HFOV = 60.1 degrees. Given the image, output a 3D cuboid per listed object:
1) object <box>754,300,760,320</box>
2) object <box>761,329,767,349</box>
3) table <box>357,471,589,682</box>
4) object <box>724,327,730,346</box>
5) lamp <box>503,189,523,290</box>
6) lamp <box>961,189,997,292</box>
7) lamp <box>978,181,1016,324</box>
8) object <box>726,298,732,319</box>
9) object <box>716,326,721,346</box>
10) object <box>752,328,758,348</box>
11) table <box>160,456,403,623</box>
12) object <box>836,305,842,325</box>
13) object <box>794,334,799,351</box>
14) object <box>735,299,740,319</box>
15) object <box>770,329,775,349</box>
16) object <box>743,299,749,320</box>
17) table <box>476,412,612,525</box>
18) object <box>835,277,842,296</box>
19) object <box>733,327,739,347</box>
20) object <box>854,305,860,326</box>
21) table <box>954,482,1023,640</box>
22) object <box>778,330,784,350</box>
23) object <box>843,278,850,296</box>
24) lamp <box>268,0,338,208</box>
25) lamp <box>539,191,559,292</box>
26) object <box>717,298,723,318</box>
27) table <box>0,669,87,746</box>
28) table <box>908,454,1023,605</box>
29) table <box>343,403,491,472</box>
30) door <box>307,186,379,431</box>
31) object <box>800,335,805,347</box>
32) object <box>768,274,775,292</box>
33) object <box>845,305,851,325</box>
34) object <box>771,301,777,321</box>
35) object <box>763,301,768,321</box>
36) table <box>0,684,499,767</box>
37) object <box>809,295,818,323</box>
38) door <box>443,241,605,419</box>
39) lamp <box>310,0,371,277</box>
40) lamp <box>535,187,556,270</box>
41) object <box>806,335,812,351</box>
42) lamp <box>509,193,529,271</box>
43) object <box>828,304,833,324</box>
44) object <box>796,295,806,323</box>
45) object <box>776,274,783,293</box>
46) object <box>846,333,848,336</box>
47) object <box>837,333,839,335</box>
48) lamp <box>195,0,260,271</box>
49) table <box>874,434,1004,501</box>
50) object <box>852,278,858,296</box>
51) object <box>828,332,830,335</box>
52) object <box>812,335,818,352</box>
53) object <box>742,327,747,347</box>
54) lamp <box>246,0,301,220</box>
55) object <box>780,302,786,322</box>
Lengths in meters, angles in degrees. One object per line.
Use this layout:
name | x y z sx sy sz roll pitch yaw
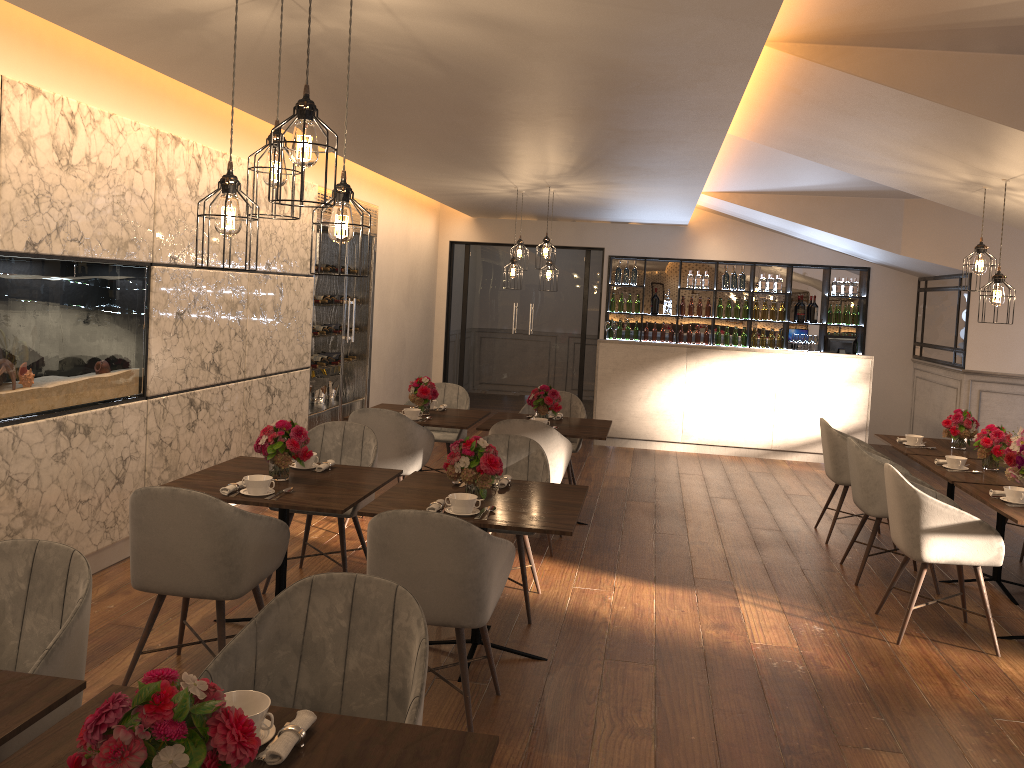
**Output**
object | 3.186 -0.962 11.511 0.065 0.261 0.066 2 3 -12
object | 3.275 -0.594 11.509 0.065 0.261 0.066 2 3 -12
table | -0.148 0.878 4.062 0.896 0.719 0.899 4 5 9
object | 2.817 -0.625 11.582 0.065 0.261 0.066 2 3 -12
lamp | 0.058 -1.925 8.318 0.175 2.065 0.175 4 3 10
lamp | 2.974 -1.610 5.506 0.175 2.065 0.175 4 3 10
lamp | 2.912 -1.388 5.190 0.175 2.065 0.175 4 3 10
object | 2.836 -0.987 11.566 0.065 0.263 0.066 2 3 -12
object | 2.708 -0.633 11.599 0.065 0.261 0.066 2 3 -12
object | 3.166 -0.601 11.526 0.065 0.261 0.066 2 3 -12
table | -1.094 0.812 4.212 0.896 0.719 0.899 4 5 9
object | 4.194 -0.892 11.350 0.065 0.261 0.066 2 3 -12
object | 3.676 -0.537 11.446 0.065 0.207 0.065 1 3 -36
object | 2.945 -0.980 11.549 0.065 0.263 0.066 2 3 -12
object | 3.384 -0.586 11.492 0.065 0.261 0.066 2 3 -12
object | 3.054 -0.972 11.532 0.065 0.263 0.066 2 3 -12
table | 0.246 0.652 6.506 0.896 0.719 0.899 4 5 9
object | 4.174 -1.247 11.310 0.070 0.235 0.041 3 3 9
object | 2.926 -0.618 11.565 0.065 0.261 0.066 2 3 -12
object | 4.412 -0.877 11.315 0.065 0.261 0.066 2 3 -12
table | 2.869 0.990 4.545 0.896 0.719 0.899 4 5 9
object | 3.493 -0.578 11.474 0.065 0.261 0.066 2 3 -12
object | 4.273 -1.240 11.294 0.070 0.235 0.041 3 3 9
lamp | -0.545 -1.542 2.480 0.175 2.065 0.175 4 3 10
lamp | 0.399 -1.914 8.391 0.175 2.065 0.175 4 3 10
object | 2.727 -0.994 11.584 0.065 0.261 0.066 2 3 -12
table | -1.505 1.048 1.669 0.896 0.719 0.899 4 5 9
table | 3.018 0.905 5.471 0.896 0.719 0.899 4 5 9
table | -0.700 0.586 6.657 0.896 0.719 0.899 4 5 9
door | -1.611 -0.570 8.553 0.134 2.462 1.862 3 4 9
object | 3.752 -0.532 11.434 0.065 0.207 0.065 1 3 -36
object | 3.354 -1.304 11.441 0.070 0.235 0.041 3 3 9
object | 4.303 -0.884 11.333 0.065 0.261 0.066 2 3 -12
object | 3.403 -0.947 11.476 0.065 0.261 0.066 2 3 -12
object | 3.294 -0.954 11.493 0.065 0.261 0.066 2 3 -12
table | -0.559 1.114 1.518 0.896 0.719 0.899 4 5 9
object | 3.879 -0.961 11.373 0.104 0.358 0.104 5 3 36
door | 0.150 -0.724 12.055 2.107 2.328 0.274 4 3 9
lamp | -0.503 -1.379 2.813 0.175 2.065 0.175 4 3 10
lamp | 0.357 -2.077 8.059 0.175 2.065 0.175 4 3 10
object | 3.829 -0.526 11.422 0.065 0.207 0.065 1 3 -36
lamp | 0.121 -2.147 8.633 0.175 2.065 0.175 4 3 10
object | 4.085 -0.900 11.367 0.065 0.263 0.066 2 3 -12
object | 3.725 -0.970 11.401 0.104 0.358 0.104 2 3 -29
object | 3.453 -1.297 11.425 0.070 0.235 0.041 3 3 9
object | 4.284 -0.523 11.348 0.065 0.261 0.066 2 3 -12
object | 4.175 -0.531 11.366 0.065 0.261 0.066 2 3 -12
lamp | -0.843 -1.390 2.739 0.175 2.065 0.175 4 3 10
table | 3.168 0.819 6.398 0.896 0.719 0.899 4 5 9
object | 4.372 -1.233 11.278 0.070 0.235 0.041 3 3 9
object | 4.066 -0.540 11.383 0.065 0.263 0.066 2 3 -12
object | 3.906 -0.521 11.409 0.065 0.207 0.065 1 3 -36
object | 3.035 -0.610 11.547 0.065 0.261 0.066 2 3 -12
lamp | -0.781 -1.612 3.055 0.175 2.065 0.175 4 3 10
object | 3.512 -0.939 11.459 0.065 0.261 0.066 2 3 -12
